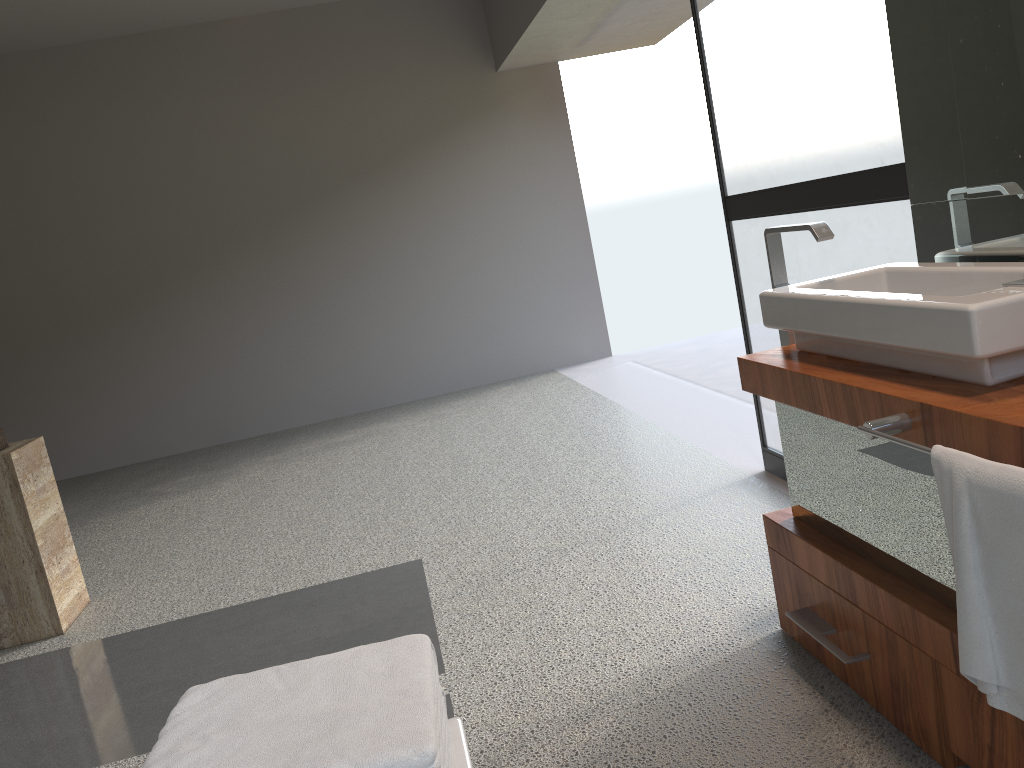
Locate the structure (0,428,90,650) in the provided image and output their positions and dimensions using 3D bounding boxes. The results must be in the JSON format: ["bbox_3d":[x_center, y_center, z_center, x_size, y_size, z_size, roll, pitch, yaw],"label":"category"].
[{"bbox_3d":[-1.917,0.410,3.314,0.292,1.072,0.328,-13,9,-8],"label":"structure"}]

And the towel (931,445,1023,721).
[{"bbox_3d":[0.666,0.284,1.178,0.079,0.368,0.303,-13,9,-7],"label":"towel"}]

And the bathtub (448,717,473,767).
[{"bbox_3d":[-0.853,0.976,0.415,1.959,0.503,1.329,-13,9,-8],"label":"bathtub"}]

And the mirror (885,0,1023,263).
[{"bbox_3d":[1.098,-0.837,1.166,0.253,1.615,1.792,-13,9,-8],"label":"mirror"}]

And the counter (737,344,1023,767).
[{"bbox_3d":[0.944,0.356,1.311,0.525,0.703,1.850,-13,9,-8],"label":"counter"}]

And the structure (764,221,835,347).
[{"bbox_3d":[0.776,0.094,2.223,0.069,0.987,0.303,-13,9,-8],"label":"structure"}]

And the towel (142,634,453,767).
[{"bbox_3d":[-0.233,0.431,1.001,0.322,0.145,0.306,-12,9,-5],"label":"towel"}]

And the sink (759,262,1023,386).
[{"bbox_3d":[0.812,-0.191,1.748,0.352,0.265,0.751,-13,9,-8],"label":"sink"}]
